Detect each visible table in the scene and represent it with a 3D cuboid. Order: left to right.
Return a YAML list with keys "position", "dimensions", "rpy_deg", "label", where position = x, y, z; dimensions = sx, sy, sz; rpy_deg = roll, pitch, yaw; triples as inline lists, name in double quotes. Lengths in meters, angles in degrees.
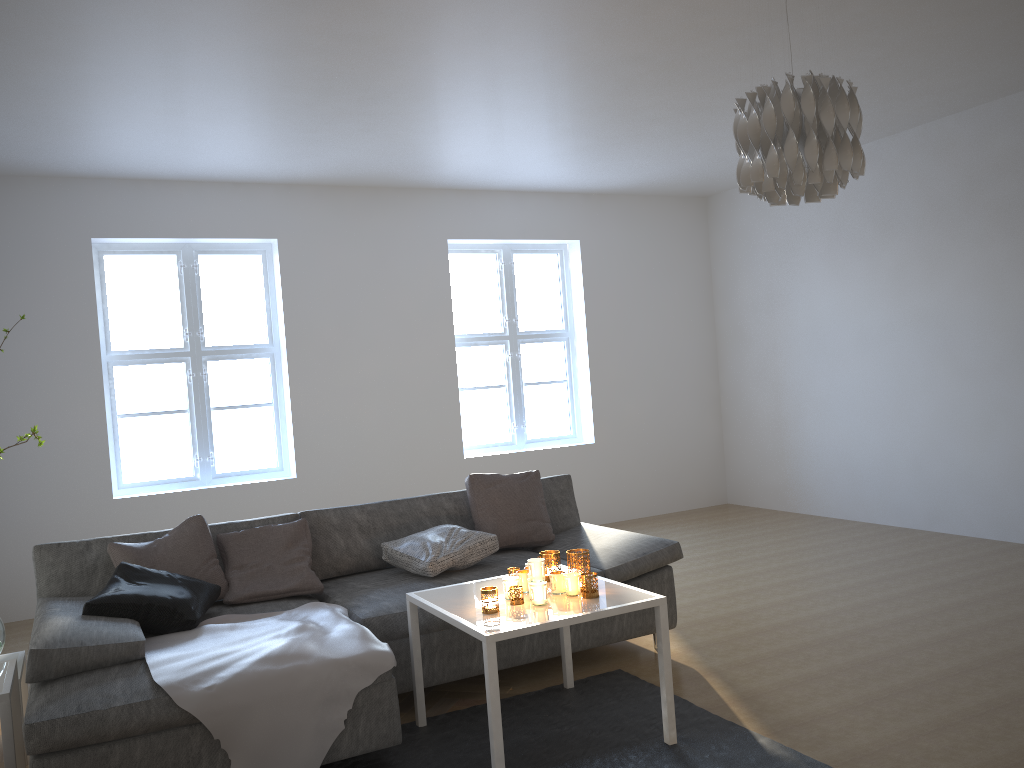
- position: [-1.849, 1.196, 2.891]
  dimensions: [0.422, 0.412, 0.437]
  rpy_deg: [-5, 1, -27]
  label: "table"
- position: [-2.071, 1.257, 3.341]
  dimensions: [0.422, 0.319, 0.437]
  rpy_deg: [-5, 1, -27]
  label: "table"
- position: [0.080, 1.003, 3.165]
  dimensions: [0.674, 0.504, 0.715]
  rpy_deg: [-5, 1, -27]
  label: "table"

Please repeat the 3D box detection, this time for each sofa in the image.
- position: [-0.521, 0.939, 3.718]
  dimensions: [2.630, 0.772, 1.555]
  rpy_deg: [-4, 0, -27]
  label: "sofa"

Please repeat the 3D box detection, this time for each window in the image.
- position: [-2.246, -0.133, 6.270]
  dimensions: [1.200, 1.710, 0.077]
  rpy_deg: [-5, 1, -27]
  label: "window"
- position: [-0.010, -0.307, 7.393]
  dimensions: [1.200, 1.710, 0.077]
  rpy_deg: [-5, 1, -27]
  label: "window"

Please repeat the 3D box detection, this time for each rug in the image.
- position: [0.043, 1.251, 2.406]
  dimensions: [2.014, 0.055, 2.112]
  rpy_deg: [-4, 0, -27]
  label: "rug"

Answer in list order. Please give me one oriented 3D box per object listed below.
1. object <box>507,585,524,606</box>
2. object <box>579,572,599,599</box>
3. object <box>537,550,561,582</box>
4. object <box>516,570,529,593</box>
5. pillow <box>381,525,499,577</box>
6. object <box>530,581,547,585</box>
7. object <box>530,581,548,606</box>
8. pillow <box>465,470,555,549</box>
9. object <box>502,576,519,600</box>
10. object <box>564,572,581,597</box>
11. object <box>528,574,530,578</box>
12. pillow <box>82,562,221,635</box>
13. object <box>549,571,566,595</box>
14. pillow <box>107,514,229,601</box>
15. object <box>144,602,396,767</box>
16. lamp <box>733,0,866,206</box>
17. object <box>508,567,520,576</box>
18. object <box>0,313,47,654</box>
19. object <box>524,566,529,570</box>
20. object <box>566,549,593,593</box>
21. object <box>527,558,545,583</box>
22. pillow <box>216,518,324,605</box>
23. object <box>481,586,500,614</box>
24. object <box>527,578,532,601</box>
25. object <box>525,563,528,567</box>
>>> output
- position: [0.015, 0.726, 3.050]
  dimensions: [0.052, 0.058, 0.050]
  rpy_deg: [-4, 1, 33]
  label: "object"
- position: [0.269, 0.697, 3.069]
  dimensions: [0.060, 0.079, 0.060]
  rpy_deg: [-5, 1, -36]
  label: "object"
- position: [0.147, 0.692, 3.371]
  dimensions: [0.080, 0.104, 0.080]
  rpy_deg: [-5, 1, -36]
  label: "object"
- position: [0.048, 0.716, 3.214]
  dimensions: [0.060, 0.073, 0.060]
  rpy_deg: [-4, 1, -2]
  label: "object"
- position: [-0.324, 0.761, 4.047]
  dimensions: [0.404, 0.194, 0.406]
  rpy_deg: [-5, 1, -40]
  label: "pillow"
- position: [0.092, 0.711, 3.017]
  dimensions: [0.056, 0.066, 0.056]
  rpy_deg: [-4, 1, 25]
  label: "object"
- position: [0.092, 0.713, 3.017]
  dimensions: [0.060, 0.073, 0.060]
  rpy_deg: [-4, 1, 43]
  label: "object"
- position: [-0.008, 0.628, 4.436]
  dimensions: [0.426, 0.390, 0.242]
  rpy_deg: [-5, 1, -26]
  label: "pillow"
- position: [-0.002, 0.720, 3.125]
  dimensions: [0.060, 0.073, 0.060]
  rpy_deg: [-4, 1, -2]
  label: "object"
- position: [0.213, 0.704, 3.111]
  dimensions: [0.060, 0.073, 0.060]
  rpy_deg: [-5, 1, -38]
  label: "object"
- position: [0.089, 0.713, 3.162]
  dimensions: [0.060, 0.073, 0.060]
  rpy_deg: [-4, 1, 19]
  label: "object"
- position: [-1.353, 0.816, 3.368]
  dimensions: [0.401, 0.248, 0.421]
  rpy_deg: [-4, 0, -6]
  label: "pillow"
- position: [0.164, 0.707, 3.154]
  dimensions: [0.060, 0.073, 0.060]
  rpy_deg: [-5, 1, -38]
  label: "object"
- position: [-1.434, 0.773, 3.722]
  dimensions: [0.429, 0.403, 0.324]
  rpy_deg: [-5, 1, -39]
  label: "pillow"
- position: [-0.857, 1.075, 3.057]
  dimensions: [0.811, 0.437, 0.726]
  rpy_deg: [-5, 1, -28]
  label: "object"
- position: [0.796, -1.062, 2.550]
  dimensions: [0.355, 1.066, 0.354]
  rpy_deg: [-4, 1, 16]
  label: "lamp"
- position: [0.005, 0.722, 3.304]
  dimensions: [0.054, 0.068, 0.047]
  rpy_deg: [-4, 1, 24]
  label: "object"
- position: [-1.962, 0.251, 3.292]
  dimensions: [0.776, 1.675, 0.339]
  rpy_deg: [-4, 1, 23]
  label: "object"
- position: [0.076, 0.713, 3.273]
  dimensions: [0.060, 0.073, 0.060]
  rpy_deg: [-4, 1, -2]
  label: "object"
- position: [0.243, 0.668, 3.175]
  dimensions: [0.090, 0.140, 0.086]
  rpy_deg: [-4, 1, 34]
  label: "object"
- position: [0.085, 0.640, 3.047]
  dimensions: [0.060, 0.073, 0.060]
  rpy_deg: [-4, 1, -11]
  label: "object"
- position: [-1.054, 0.773, 3.849]
  dimensions: [0.414, 0.311, 0.337]
  rpy_deg: [-5, 1, -21]
  label: "pillow"
- position: [-0.074, 0.723, 2.968]
  dimensions: [0.060, 0.079, 0.060]
  rpy_deg: [-5, 1, -32]
  label: "object"
- position: [0.086, 0.714, 3.083]
  dimensions: [0.060, 0.073, 0.060]
  rpy_deg: [-4, 1, 43]
  label: "object"
- position: [0.082, 0.713, 3.340]
  dimensions: [0.060, 0.073, 0.060]
  rpy_deg: [-4, 1, 25]
  label: "object"
